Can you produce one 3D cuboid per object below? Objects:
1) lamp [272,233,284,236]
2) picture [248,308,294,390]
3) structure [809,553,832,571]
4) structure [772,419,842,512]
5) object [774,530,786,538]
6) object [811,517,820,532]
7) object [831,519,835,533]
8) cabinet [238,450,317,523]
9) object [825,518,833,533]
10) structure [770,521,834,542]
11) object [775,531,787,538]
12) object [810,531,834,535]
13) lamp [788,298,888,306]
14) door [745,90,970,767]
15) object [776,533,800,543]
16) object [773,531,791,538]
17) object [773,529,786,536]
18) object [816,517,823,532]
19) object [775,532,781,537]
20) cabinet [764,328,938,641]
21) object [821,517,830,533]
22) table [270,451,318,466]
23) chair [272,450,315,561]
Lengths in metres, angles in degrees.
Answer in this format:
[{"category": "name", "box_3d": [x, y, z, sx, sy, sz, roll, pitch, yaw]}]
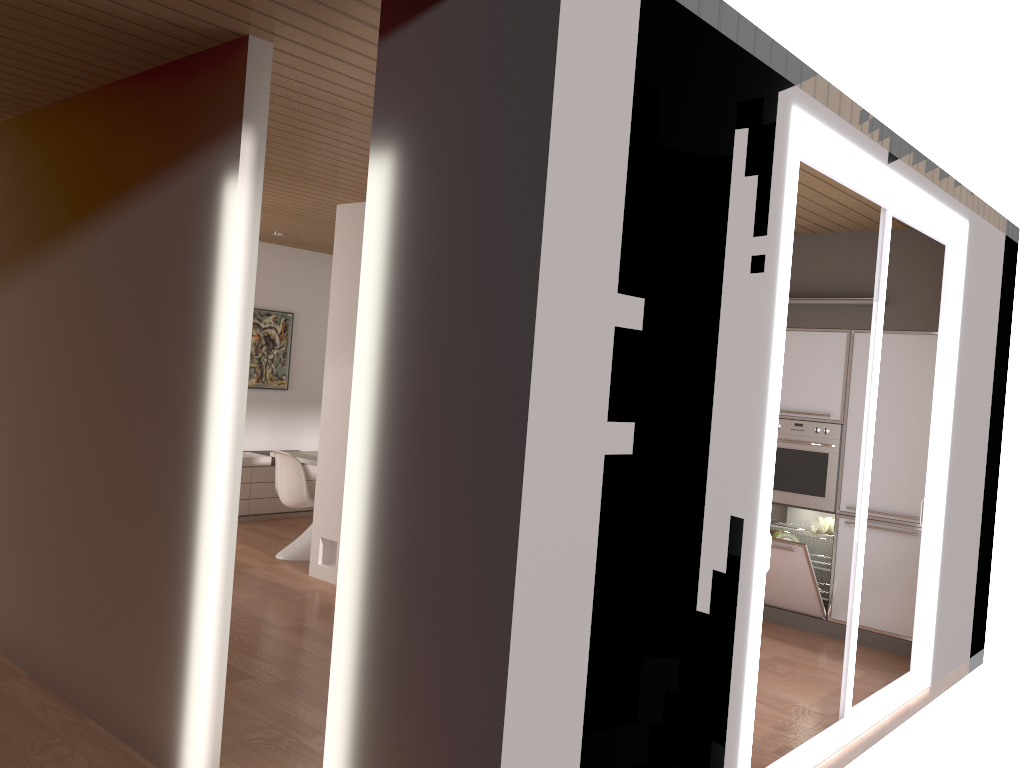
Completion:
[{"category": "lamp", "box_3d": [-2.155, -1.405, 8.178, 0.102, 0.055, 0.102, 4, 1, -32]}, {"category": "picture", "box_3d": [-2.713, -0.363, 8.710, 0.018, 0.801, 1.277, 5, 1, 41]}, {"category": "structure", "box_3d": [2.103, 1.251, 6.340, 0.583, 0.012, 0.479, 5, 1, 41]}, {"category": "structure", "box_3d": [1.940, 0.542, 6.083, 0.582, 0.583, 0.066, 5, 1, 41]}, {"category": "object", "box_3d": [1.973, 1.145, 6.399, 0.177, 0.173, 0.042, 5, 1, 6]}, {"category": "object", "box_3d": [2.147, 0.993, 6.265, 0.032, 0.112, 0.115, 4, 1, -8]}, {"category": "object", "box_3d": [2.289, 1.004, 6.283, 0.032, 0.112, 0.115, 4, 1, -8]}, {"category": "cabinet", "box_3d": [-2.643, 0.975, 8.504, 0.540, 0.608, 1.740, 5, 1, 41]}, {"category": "object", "box_3d": [2.241, 1.001, 6.277, 0.032, 0.112, 0.115, 4, 1, -8]}, {"category": "structure", "box_3d": [2.119, 1.053, 6.338, 0.583, 0.012, 0.479, 5, 1, 41]}, {"category": "object", "box_3d": [1.966, 1.145, 6.350, 0.177, 0.173, 0.042, 5, 1, 6]}, {"category": "object", "box_3d": [2.214, 1.054, 6.274, 0.190, 0.009, 0.073, 4, 1, -7]}, {"category": "lamp", "box_3d": [2.006, -0.560, 6.018, 1.020, 0.033, 0.139, 5, 1, 41]}, {"category": "door", "box_3d": [1.670, 0.311, 4.160, 0.101, 2.700, 2.300, 5, 1, 41]}, {"category": "object", "box_3d": [1.963, 1.145, 6.326, 0.177, 0.173, 0.042, 5, 1, 6]}, {"category": "object", "box_3d": [1.976, 1.145, 6.423, 0.177, 0.173, 0.042, 5, 1, 6]}, {"category": "object", "box_3d": [1.979, 1.145, 6.447, 0.177, 0.173, 0.042, 5, 1, 6]}, {"category": "object", "box_3d": [2.170, 0.995, 6.268, 0.032, 0.112, 0.115, 4, 1, -8]}, {"category": "object", "box_3d": [1.969, 1.145, 6.375, 0.177, 0.173, 0.042, 5, 1, 6]}, {"category": "cabinet", "box_3d": [1.998, 0.591, 6.154, 1.796, 1.948, 1.047, 5, 1, 41]}, {"category": "object", "box_3d": [2.218, 0.999, 6.274, 0.032, 0.112, 0.115, 4, 1, -8]}, {"category": "table", "box_3d": [-1.410, 1.007, 7.480, 1.100, 0.758, 0.800, 5, 1, 41]}, {"category": "chair", "box_3d": [-1.632, 0.950, 7.072, 0.608, 0.847, 0.491, 4, 1, -44]}]
